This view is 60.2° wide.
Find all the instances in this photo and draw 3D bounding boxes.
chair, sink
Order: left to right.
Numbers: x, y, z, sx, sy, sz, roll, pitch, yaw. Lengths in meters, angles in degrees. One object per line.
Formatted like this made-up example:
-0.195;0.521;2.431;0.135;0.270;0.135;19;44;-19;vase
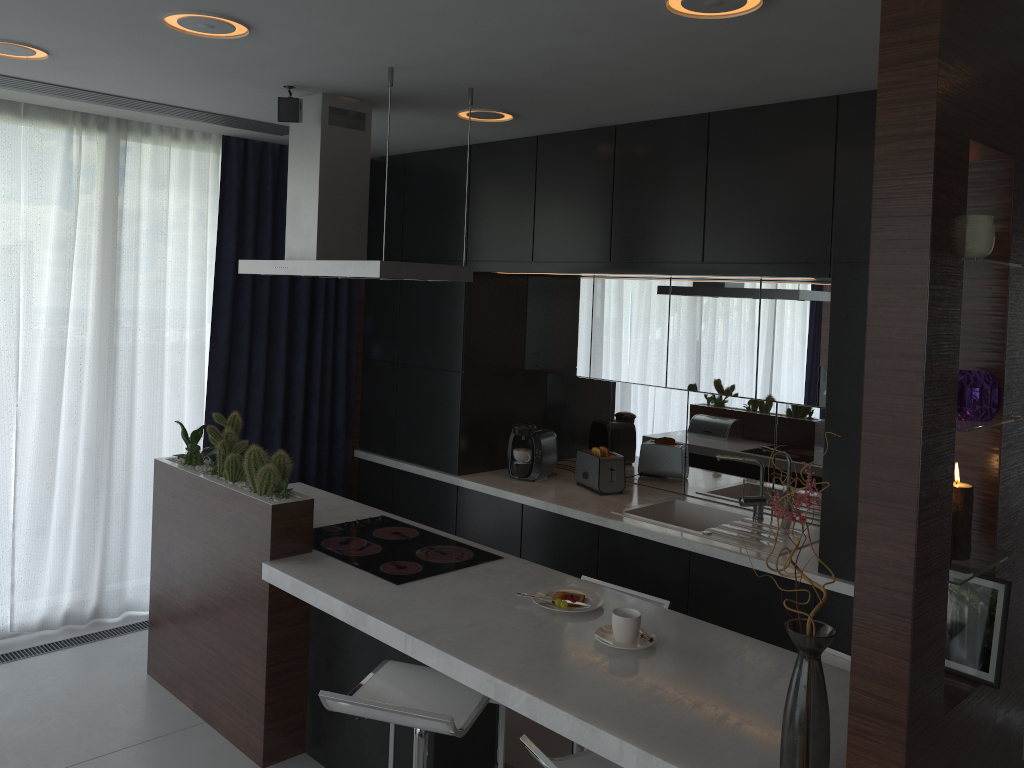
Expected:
-0.282;1.145;2.469;0.397;0.707;0.465;3;3;18;chair
0.248;1.101;2.947;0.397;0.738;0.464;4;3;41;chair
0.289;1.210;2.072;0.463;0.707;0.398;1;2;-27;chair
0.938;0.595;3.986;0.503;0.491;0.857;-1;6;-45;sink
0.840;1.180;2.418;0.463;0.738;0.397;0;3;-39;chair

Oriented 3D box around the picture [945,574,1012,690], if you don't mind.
0.978;0.519;1.922;0.051;0.221;0.176;1;3;-41;picture

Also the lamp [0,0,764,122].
1.259;-1.027;3.168;5.360;0.084;9.605;6;7;31;lamp

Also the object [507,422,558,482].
0.102;0.356;4.801;0.215;0.311;0.270;4;3;30;object

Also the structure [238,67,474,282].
-0.663;-0.817;3.655;0.446;0.758;1.048;0;5;-45;structure

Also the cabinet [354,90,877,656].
0.523;0.052;4.416;0.705;2.546;3.492;1;4;-45;cabinet

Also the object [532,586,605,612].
0.182;0.708;2.881;0.239;0.019;0.239;4;6;17;object

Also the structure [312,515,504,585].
-0.477;0.640;3.435;0.504;0.057;0.767;-4;8;-44;structure

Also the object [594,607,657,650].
0.333;0.711;2.580;0.182;0.086;0.182;4;5;22;object

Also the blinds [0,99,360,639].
-0.816;0.251;0.972;5.800;2.764;7.168;-2;7;-41;blinds

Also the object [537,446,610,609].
0.318;0.521;3.705;0.140;0.220;1.886;3;6;10;object

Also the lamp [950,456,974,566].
0.890;0.257;1.821;0.153;0.210;0.077;1;2;-33;lamp

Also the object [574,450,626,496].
0.449;0.452;4.568;0.176;0.194;0.261;1;4;-24;object

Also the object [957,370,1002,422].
0.941;0.022;1.834;0.134;0.097;0.133;2;4;-5;object

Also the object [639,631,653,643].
0.375;0.737;2.621;0.036;0.012;0.166;0;6;-19;object

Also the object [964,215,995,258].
0.933;-0.293;1.797;0.088;0.085;0.218;4;6;28;object

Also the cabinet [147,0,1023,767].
-0.167;0.173;3.006;0.785;2.544;3.348;1;4;-45;cabinet

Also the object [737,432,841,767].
0.576;0.473;1.846;0.198;0.733;0.388;3;2;27;object

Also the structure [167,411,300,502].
-1.167;0.260;3.617;0.222;0.285;1.005;0;6;-42;structure

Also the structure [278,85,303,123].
-0.894;-1.119;3.561;0.084;0.142;0.115;2;3;-5;structure

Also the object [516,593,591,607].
0.134;0.698;2.863;0.249;0.008;0.026;4;6;14;object
